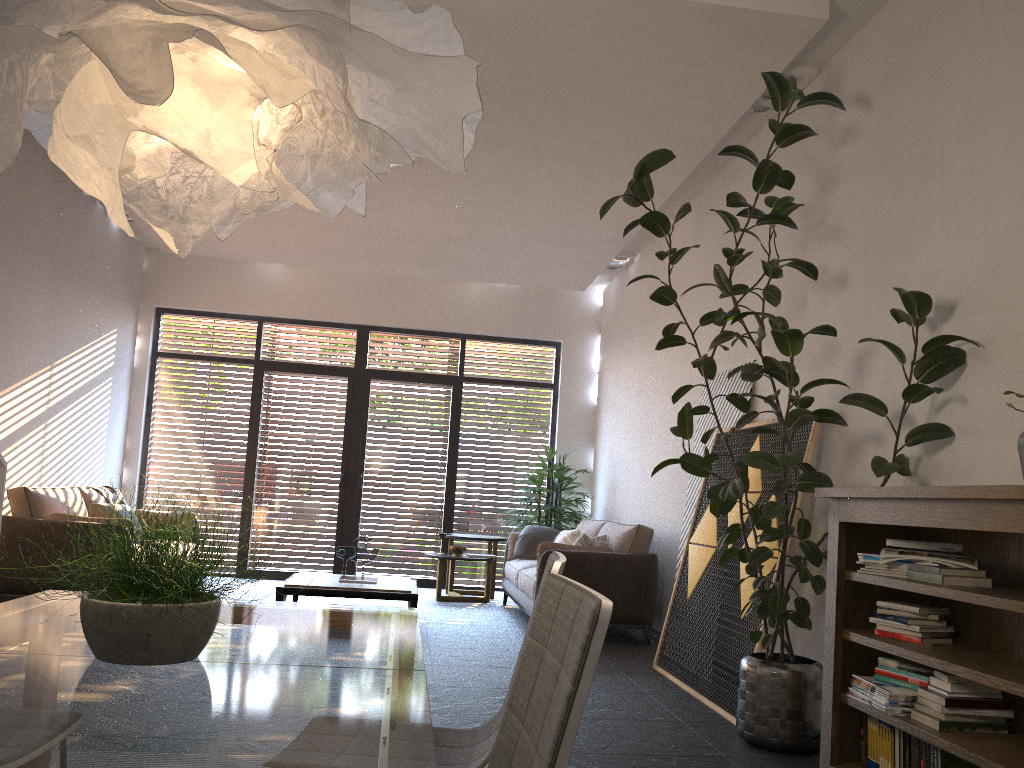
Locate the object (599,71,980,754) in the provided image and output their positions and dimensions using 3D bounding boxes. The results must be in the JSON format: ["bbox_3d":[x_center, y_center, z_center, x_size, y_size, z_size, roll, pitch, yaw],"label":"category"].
[{"bbox_3d":[1.184,0.063,4.150,0.910,3.185,2.016,6,-6,-29],"label":"object"}]

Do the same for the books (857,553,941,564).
[{"bbox_3d":[1.535,0.666,3.376,0.253,0.011,0.319,8,-9,-30],"label":"books"}]

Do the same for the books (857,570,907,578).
[{"bbox_3d":[1.519,0.724,3.341,0.253,0.011,0.319,9,-9,-33],"label":"books"}]

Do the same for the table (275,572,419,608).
[{"bbox_3d":[-1.297,1.740,7.122,1.049,0.305,1.121,5,-7,-7],"label":"table"}]

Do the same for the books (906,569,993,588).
[{"bbox_3d":[1.539,0.687,3.126,0.179,0.034,0.244,4,-7,-4],"label":"books"}]

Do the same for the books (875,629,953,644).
[{"bbox_3d":[1.519,0.955,3.354,0.159,0.021,0.225,7,-8,-21],"label":"books"}]

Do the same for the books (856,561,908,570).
[{"bbox_3d":[1.524,0.695,3.362,0.253,0.011,0.319,7,-8,-25],"label":"books"}]

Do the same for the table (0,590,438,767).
[{"bbox_3d":[-0.676,0.843,1.546,0.997,0.711,1.808,4,-7,-7],"label":"table"}]

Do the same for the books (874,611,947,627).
[{"bbox_3d":[1.513,0.892,3.371,0.162,0.023,0.233,4,-7,-6],"label":"books"}]

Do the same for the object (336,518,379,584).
[{"bbox_3d":[-1.438,-1.205,3.075,0.365,4.452,8.956,3,-7,5],"label":"object"}]

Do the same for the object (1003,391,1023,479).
[{"bbox_3d":[1.674,0.123,2.693,0.386,0.410,0.276,7,-6,-28],"label":"object"}]

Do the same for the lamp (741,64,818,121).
[{"bbox_3d":[1.542,-1.732,5.239,0.253,0.066,0.648,5,-7,-7],"label":"lamp"}]

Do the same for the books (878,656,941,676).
[{"bbox_3d":[1.520,1.042,3.268,0.194,0.028,0.246,7,-8,-26],"label":"books"}]

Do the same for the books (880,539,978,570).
[{"bbox_3d":[1.554,0.644,3.299,0.322,0.108,0.274,0,-8,28],"label":"books"}]

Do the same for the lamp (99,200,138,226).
[{"bbox_3d":[-3.711,-1.645,8.483,0.253,0.066,0.648,5,-7,-7],"label":"lamp"}]

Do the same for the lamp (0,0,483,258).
[{"bbox_3d":[-0.445,-2.812,1.842,1.117,5.189,1.066,3,-5,4],"label":"lamp"}]

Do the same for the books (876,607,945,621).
[{"bbox_3d":[1.515,0.869,3.365,0.221,0.023,0.148,-1,-9,34],"label":"books"}]

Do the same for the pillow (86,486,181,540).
[{"bbox_3d":[-3.575,1.261,7.844,0.955,0.704,1.024,2,-7,17],"label":"pillow"}]

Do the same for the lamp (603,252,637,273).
[{"bbox_3d":[1.070,-1.262,9.050,0.253,0.066,0.648,5,-7,-7],"label":"lamp"}]

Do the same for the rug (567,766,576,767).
[{"bbox_3d":[-0.697,1.195,1.536,2.372,0.006,3.704,5,-8,-7],"label":"rug"}]

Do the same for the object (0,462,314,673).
[{"bbox_3d":[-0.629,0.326,1.599,0.532,0.365,0.671,5,-7,-11],"label":"object"}]

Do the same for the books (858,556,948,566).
[{"bbox_3d":[1.534,0.675,3.367,0.253,0.011,0.319,9,-9,-35],"label":"books"}]

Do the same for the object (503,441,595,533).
[{"bbox_3d":[0.393,1.448,9.467,0.982,1.715,0.914,8,-7,-41],"label":"object"}]

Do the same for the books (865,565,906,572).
[{"bbox_3d":[1.538,0.701,3.320,0.253,0.011,0.319,10,-10,-40],"label":"books"}]

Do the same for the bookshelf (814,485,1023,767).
[{"bbox_3d":[1.550,0.908,2.681,0.451,1.166,1.928,4,-7,-7],"label":"bookshelf"}]

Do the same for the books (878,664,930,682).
[{"bbox_3d":[1.518,1.063,3.265,0.193,0.014,0.256,6,-8,-18],"label":"books"}]

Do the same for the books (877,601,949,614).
[{"bbox_3d":[1.521,0.848,3.362,0.155,0.020,0.206,7,-8,-21],"label":"books"}]

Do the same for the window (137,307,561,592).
[{"bbox_3d":[-1.796,0.760,10.117,4.944,3.015,0.461,4,-5,-7],"label":"window"}]

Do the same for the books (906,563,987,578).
[{"bbox_3d":[1.534,0.659,3.136,0.166,0.023,0.228,4,-7,-3],"label":"books"}]

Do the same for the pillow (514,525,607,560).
[{"bbox_3d":[0.412,1.455,7.860,0.618,0.341,1.902,4,-7,-6],"label":"pillow"}]

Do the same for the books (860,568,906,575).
[{"bbox_3d":[1.527,0.713,3.334,0.253,0.011,0.319,9,-9,-37],"label":"books"}]

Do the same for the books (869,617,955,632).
[{"bbox_3d":[1.515,0.913,3.361,0.175,0.019,0.244,7,-8,-21],"label":"books"}]

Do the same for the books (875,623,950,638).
[{"bbox_3d":[1.515,0.933,3.355,0.155,0.022,0.206,7,-8,-26],"label":"books"}]

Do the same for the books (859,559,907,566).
[{"bbox_3d":[1.529,0.683,3.348,0.253,0.011,0.319,9,-9,-35],"label":"books"}]
